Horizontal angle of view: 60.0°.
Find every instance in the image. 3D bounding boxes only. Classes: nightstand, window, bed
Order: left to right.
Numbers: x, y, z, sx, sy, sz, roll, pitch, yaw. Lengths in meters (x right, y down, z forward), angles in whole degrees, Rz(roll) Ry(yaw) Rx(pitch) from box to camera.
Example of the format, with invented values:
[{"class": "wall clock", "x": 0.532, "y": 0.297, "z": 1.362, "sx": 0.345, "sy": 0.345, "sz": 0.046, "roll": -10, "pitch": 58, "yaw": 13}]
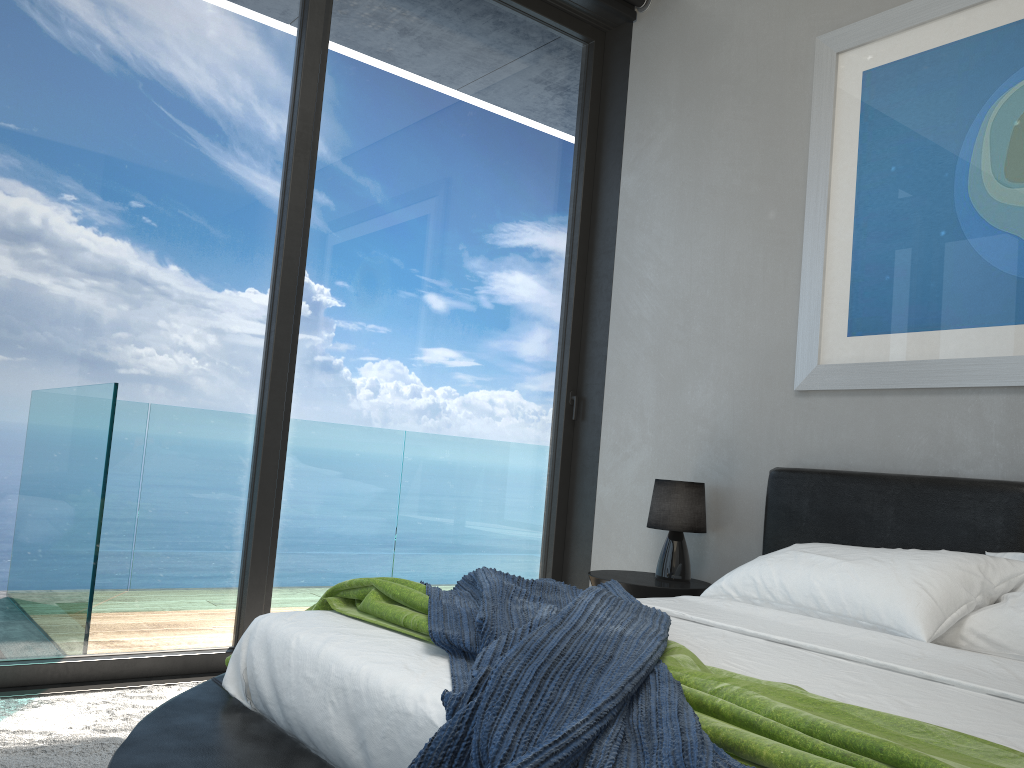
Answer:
[{"class": "nightstand", "x": 0.535, "y": 0.999, "z": 3.540, "sx": 0.497, "sy": 0.439, "sz": 0.497, "roll": 7, "pitch": -5, "yaw": -26}, {"class": "bed", "x": 0.570, "y": 0.599, "z": 1.862, "sx": 2.621, "sy": 0.932, "sz": 2.755, "roll": 9, "pitch": -7, "yaw": -37}, {"class": "window", "x": 1.498, "y": -0.331, "z": 3.180, "sx": 9.739, "sy": 3.178, "sz": 3.597, "roll": 9, "pitch": -6, "yaw": -37}]

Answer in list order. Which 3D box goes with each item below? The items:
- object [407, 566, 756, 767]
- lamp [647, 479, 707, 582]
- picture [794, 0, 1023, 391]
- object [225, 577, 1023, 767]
[{"class": "object", "x": 0.007, "y": 0.663, "z": 1.638, "sx": 0.685, "sy": 0.567, "sz": 2.158, "roll": 4, "pitch": -5, "yaw": 5}, {"class": "lamp", "x": 0.668, "y": 0.594, "z": 3.605, "sx": 0.241, "sy": 0.399, "sz": 0.220, "roll": 3, "pitch": -5, "yaw": 22}, {"class": "picture", "x": 1.695, "y": -0.689, "z": 2.733, "sx": 0.025, "sy": 1.398, "sz": 1.800, "roll": 8, "pitch": -6, "yaw": -37}, {"class": "object", "x": 0.186, "y": 0.614, "z": 1.573, "sx": 0.647, "sy": 0.341, "sz": 2.302, "roll": 9, "pitch": -7, "yaw": -38}]
